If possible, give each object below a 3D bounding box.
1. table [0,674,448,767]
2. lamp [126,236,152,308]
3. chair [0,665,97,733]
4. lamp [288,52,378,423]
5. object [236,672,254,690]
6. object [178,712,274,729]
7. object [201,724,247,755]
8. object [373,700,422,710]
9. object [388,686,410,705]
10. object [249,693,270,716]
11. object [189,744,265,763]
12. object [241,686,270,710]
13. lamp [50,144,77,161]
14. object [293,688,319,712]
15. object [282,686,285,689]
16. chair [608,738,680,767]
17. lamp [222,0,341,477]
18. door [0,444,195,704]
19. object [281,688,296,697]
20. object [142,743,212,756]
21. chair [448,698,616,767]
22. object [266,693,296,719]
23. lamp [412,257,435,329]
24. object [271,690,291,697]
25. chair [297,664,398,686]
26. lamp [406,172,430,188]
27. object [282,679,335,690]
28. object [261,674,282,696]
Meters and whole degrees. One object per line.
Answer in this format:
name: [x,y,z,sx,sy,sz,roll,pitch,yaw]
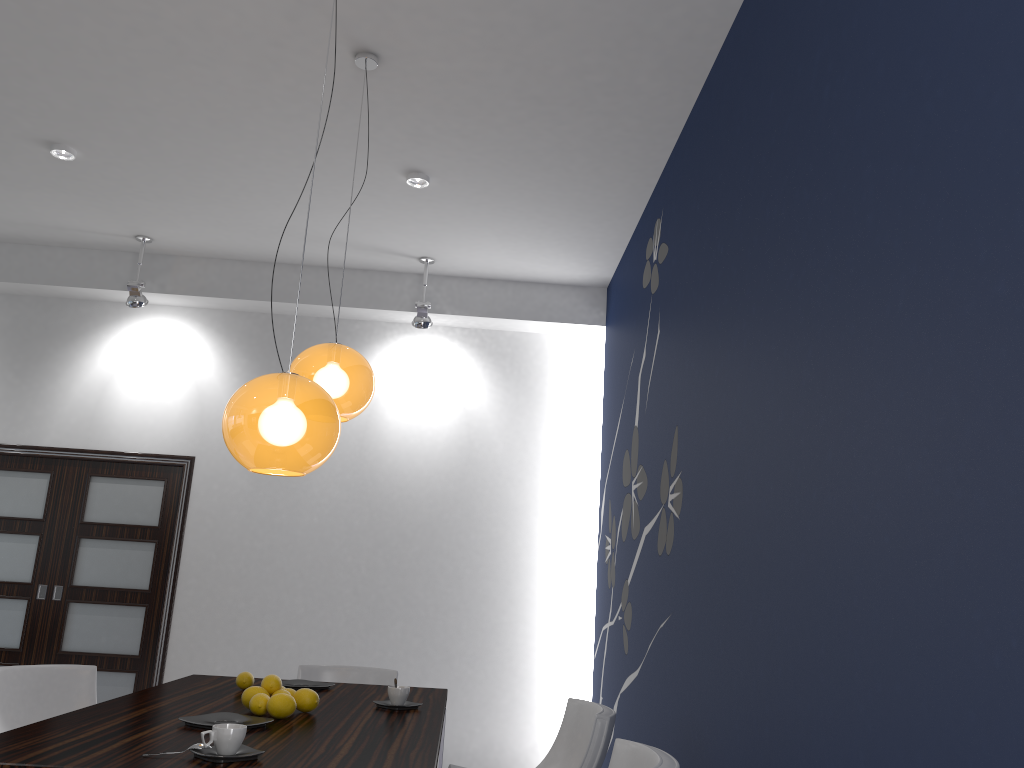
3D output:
table: [-0.816,1.469,2.856,1.127,0.783,2.046,4,-13,-2]
lamp: [-2.618,-0.774,6.237,0.150,0.511,0.185,4,-13,-2]
chair: [-1.798,1.540,3.458,0.620,0.805,0.508,-5,-16,32]
lamp: [-0.699,-0.659,3.779,0.359,1.645,0.358,2,-14,8]
object: [-1.048,1.166,3.485,0.070,0.068,0.083,3,-13,1]
object: [-0.845,1.001,2.625,0.232,0.020,0.232,-3,-15,25]
object: [-0.694,0.864,2.148,0.081,0.064,0.101,-2,-15,23]
object: [-0.418,1.173,3.239,0.154,0.020,0.154,-9,-18,41]
object: [-0.426,1.143,3.250,0.101,0.064,0.081,-2,-14,22]
object: [-0.807,1.029,2.846,0.070,0.068,0.083,3,-13,1]
object: [-0.692,0.896,2.150,0.154,0.020,0.154,-9,-18,42]
object: [-0.847,1.041,2.932,0.094,0.080,0.076,4,-13,-1]
lamp: [-2.533,-1.308,5.007,0.132,0.035,0.132,-8,-17,39]
object: [-0.693,1.063,2.980,0.094,0.077,0.079,-8,-18,40]
object: [-0.816,1.088,3.097,0.070,0.068,0.083,3,-13,1]
chair: [0.119,1.398,2.368,0.620,0.805,0.508,4,-13,-2]
lamp: [-0.662,-0.686,2.945,0.358,1.974,0.359,3,-13,3]
door: [-3.280,1.496,6.364,1.764,2.061,0.220,4,-13,-2]
object: [-0.770,1.073,3.023,0.083,0.068,0.070,12,-16,-32]
object: [-0.802,0.877,2.127,0.155,0.028,0.032,9,-14,-21]
chair: [0.063,1.636,3.379,0.620,0.805,0.508,5,-13,-7]
object: [-0.730,1.020,2.809,0.094,0.077,0.079,11,-15,-28]
lamp: [-0.625,-0.633,6.315,0.150,0.511,0.185,4,-13,-2]
object: [-0.765,1.053,2.943,0.069,0.071,0.081,10,-15,-25]
chair: [-0.840,1.778,4.208,0.508,0.805,0.620,4,-13,-2]
lamp: [-0.539,-1.167,5.085,0.132,0.035,0.132,4,-13,-2]
object: [-0.873,1.252,3.686,0.232,0.020,0.232,-3,-15,25]
object: [-0.812,1.017,2.995,0.070,0.068,0.083,3,-13,1]
